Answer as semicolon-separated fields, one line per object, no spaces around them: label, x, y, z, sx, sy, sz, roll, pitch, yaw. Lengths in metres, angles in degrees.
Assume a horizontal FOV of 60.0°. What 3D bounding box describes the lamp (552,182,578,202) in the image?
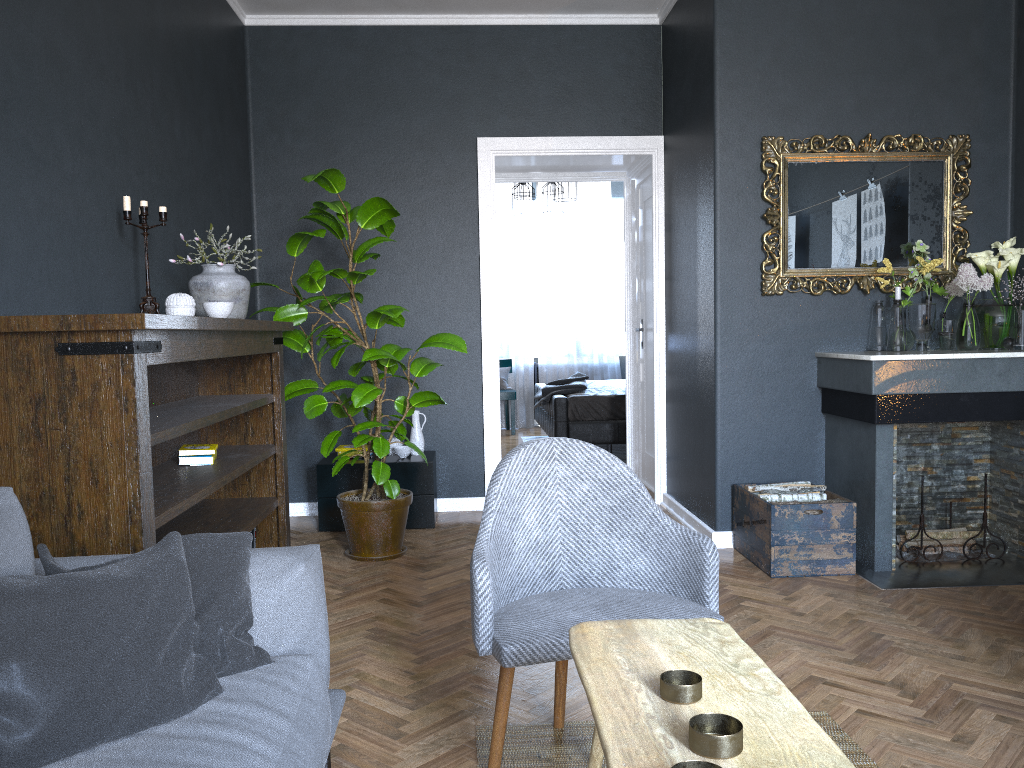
lamp;0.454;-1.977;7.660;0.210;0.770;0.210;0;4;11

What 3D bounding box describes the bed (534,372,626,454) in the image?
bed;1.369;0.006;8.337;2.375;1.163;2.263;-1;4;-3

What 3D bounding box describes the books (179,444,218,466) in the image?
books;-1.222;0.303;3.522;0.174;0.113;0.196;-2;4;-14

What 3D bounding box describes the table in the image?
table;0.283;0.751;1.354;0.339;0.550;0.787;-1;4;-3

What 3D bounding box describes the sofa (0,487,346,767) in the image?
sofa;-0.807;0.663;1.078;0.970;0.799;2.337;-1;3;-4

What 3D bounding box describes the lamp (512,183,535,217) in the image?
lamp;0.104;-1.991;8.321;0.210;0.805;0.210;0;4;11

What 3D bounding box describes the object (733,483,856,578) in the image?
object;1.310;0.671;4.165;0.383;0.326;0.552;-1;4;-3

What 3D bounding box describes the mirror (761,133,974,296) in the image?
mirror;1.746;-0.833;4.366;1.056;0.785;0.067;-1;4;-3

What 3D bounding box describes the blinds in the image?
blinds;0.333;-0.900;10.088;3.992;2.792;0.312;-1;4;-3

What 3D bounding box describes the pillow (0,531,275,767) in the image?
pillow;-0.791;0.447;1.688;0.442;0.362;0.796;0;4;15

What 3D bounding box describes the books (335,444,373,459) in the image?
books;-0.924;0.397;5.212;0.214;0.066;0.162;-2;4;-7

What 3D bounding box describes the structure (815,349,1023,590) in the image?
structure;2.039;0.343;4.100;1.065;0.982;0.833;-1;4;-3

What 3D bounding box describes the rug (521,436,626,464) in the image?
rug;0.870;0.599;8.320;1.458;0.013;2.043;-1;3;-3

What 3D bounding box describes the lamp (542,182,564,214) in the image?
lamp;0.396;-2.045;8.642;0.210;0.748;0.210;0;4;11

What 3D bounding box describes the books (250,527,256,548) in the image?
books;-1.240;0.714;4.019;0.179;0.193;0.122;-1;4;0

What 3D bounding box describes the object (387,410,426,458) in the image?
object;-0.655;0.290;5.218;0.228;0.268;0.228;1;5;31

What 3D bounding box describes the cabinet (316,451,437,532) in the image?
cabinet;-0.776;0.623;5.204;0.650;0.390;0.456;-1;4;-3

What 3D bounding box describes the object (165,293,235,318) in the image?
object;-1.167;-0.288;3.319;0.255;0.104;0.118;-4;5;-38

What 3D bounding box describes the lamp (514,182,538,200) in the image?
lamp;0.121;-2.019;7.930;0.210;0.715;0.210;0;4;11

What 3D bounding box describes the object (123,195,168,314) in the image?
object;-1.310;-0.442;3.145;0.145;0.438;0.129;2;5;33

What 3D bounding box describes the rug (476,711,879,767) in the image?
rug;0.453;1.011;1.518;1.003;0.013;2.009;-1;3;-3

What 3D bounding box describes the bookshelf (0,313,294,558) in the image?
bookshelf;-1.169;0.360;3.171;0.451;1.173;1.916;-1;4;-3

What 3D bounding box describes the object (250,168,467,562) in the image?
object;-0.815;-0.080;4.426;1.118;1.901;0.763;-2;4;-9

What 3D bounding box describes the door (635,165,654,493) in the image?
door;0.969;-0.364;6.013;0.162;2.189;0.856;-1;4;-3

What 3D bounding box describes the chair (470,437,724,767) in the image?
chair;0.174;0.565;2.268;0.645;0.812;0.494;-3;4;-25

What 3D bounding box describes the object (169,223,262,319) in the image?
object;-1.208;-0.461;3.641;0.385;0.413;0.275;-3;4;-25

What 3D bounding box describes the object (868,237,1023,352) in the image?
object;2.127;-0.431;4.208;0.727;0.547;0.473;-1;4;0

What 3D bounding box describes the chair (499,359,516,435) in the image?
chair;-0.180;0.135;9.724;0.435;0.799;0.591;-1;4;-3

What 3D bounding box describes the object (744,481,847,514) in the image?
object;1.313;0.595;4.160;0.370;0.247;0.532;-1;4;-3

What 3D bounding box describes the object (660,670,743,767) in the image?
object;0.257;0.470;1.197;0.103;0.033;0.368;-1;3;8
